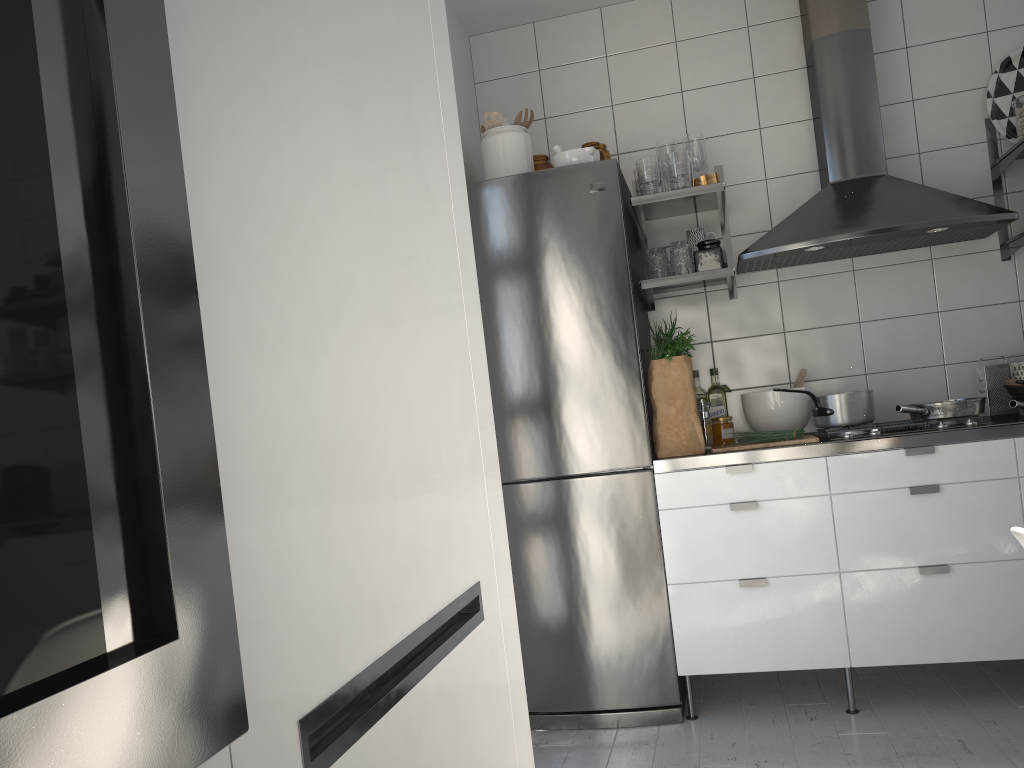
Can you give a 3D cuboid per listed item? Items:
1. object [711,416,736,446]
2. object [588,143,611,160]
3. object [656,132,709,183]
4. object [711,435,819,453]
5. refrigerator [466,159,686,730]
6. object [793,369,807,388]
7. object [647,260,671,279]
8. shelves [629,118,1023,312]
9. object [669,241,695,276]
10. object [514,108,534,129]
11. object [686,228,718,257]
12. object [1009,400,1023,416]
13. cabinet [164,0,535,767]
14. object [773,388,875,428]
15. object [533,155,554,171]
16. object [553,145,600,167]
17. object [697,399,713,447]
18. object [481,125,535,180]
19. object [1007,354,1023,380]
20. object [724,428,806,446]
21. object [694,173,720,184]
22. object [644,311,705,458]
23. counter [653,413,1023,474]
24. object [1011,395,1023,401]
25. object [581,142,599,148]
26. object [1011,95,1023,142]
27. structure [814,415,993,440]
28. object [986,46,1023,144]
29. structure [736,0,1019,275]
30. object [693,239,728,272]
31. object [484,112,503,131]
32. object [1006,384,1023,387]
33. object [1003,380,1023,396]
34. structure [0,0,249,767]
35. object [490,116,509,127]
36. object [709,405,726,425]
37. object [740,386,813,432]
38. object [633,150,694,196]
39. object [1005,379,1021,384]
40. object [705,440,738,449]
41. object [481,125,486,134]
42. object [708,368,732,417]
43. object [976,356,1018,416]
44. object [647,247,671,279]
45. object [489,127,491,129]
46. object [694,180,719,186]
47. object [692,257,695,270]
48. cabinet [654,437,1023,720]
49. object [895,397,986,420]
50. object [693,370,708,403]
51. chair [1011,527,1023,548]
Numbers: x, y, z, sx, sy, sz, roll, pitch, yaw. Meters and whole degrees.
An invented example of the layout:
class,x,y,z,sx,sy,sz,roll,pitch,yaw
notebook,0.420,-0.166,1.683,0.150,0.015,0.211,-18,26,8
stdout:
class,x,y,z,sx,sy,sz,roll,pitch,yaw
object,0.746,0.168,3.132,0.078,0.101,0.078,-6,-1,-21
object,0.312,-0.773,3.171,0.093,0.154,0.093,-7,-1,35
object,0.636,-0.776,3.287,0.193,0.244,0.205,-7,-1,11
object,0.817,0.195,2.885,0.330,0.012,0.220,-7,-2,13
refrigerator,0.224,0.219,3.157,0.577,1.800,0.694,-7,-1,13
object,1.007,0.066,3.203,0.221,0.232,0.081,-6,-1,-26
object,0.568,-0.405,3.337,0.083,0.100,0.108,-6,-1,-18
shelves,1.676,-0.695,2.943,2.542,0.512,0.426,-7,-1,13
object,0.584,-0.429,3.056,0.086,0.119,0.086,-7,-1,9
object,0.023,-0.817,3.102,0.131,0.296,0.056,-7,0,-8
object,0.699,-0.524,3.285,0.083,0.100,0.109,-6,-2,-43
object,1.683,0.066,2.832,0.351,0.061,0.232,-6,-2,-9
cabinet,-0.430,0.036,0.557,0.513,2.096,1.377,-7,-1,13
object,1.075,0.071,2.995,0.347,0.154,0.200,-5,-2,-38
object,0.102,-0.746,3.226,0.113,0.154,0.113,-8,-1,41
object,0.220,-0.748,3.002,0.159,0.110,0.173,-7,-2,8
object,0.690,0.141,3.179,0.059,0.172,0.059,-6,-1,-28
object,-0.013,-0.767,3.073,0.174,0.208,0.174,-7,-1,8
object,1.790,-0.007,3.096,0.101,0.201,0.080,-7,-1,33
object,0.809,0.172,2.884,0.276,0.053,0.141,-8,-3,28
object,0.676,-0.704,3.104,0.100,0.048,0.099,-8,-2,36
object,0.530,-0.007,2.957,0.173,0.509,0.283,-7,-1,0
counter,2.086,0.068,2.748,3.242,0.045,0.650,-7,-2,13
object,1.694,0.028,2.806,0.346,0.082,0.244,-5,-3,-36
object,0.303,-0.788,3.278,0.097,0.195,0.097,-7,-1,13
object,1.758,-0.884,2.981,0.121,0.171,0.121,-7,-1,33
structure,1.268,0.136,2.931,0.467,0.029,0.490,-7,-2,13
object,1.866,-1.004,3.086,0.395,0.393,0.053,-7,0,13
structure,1.155,-1.009,3.032,0.869,1.092,0.472,-7,-1,13
object,0.695,-0.442,3.106,0.100,0.123,0.100,-7,-1,23
object,-0.060,-0.793,3.054,0.054,0.262,0.149,-7,-1,-12
object,1.683,0.008,2.741,0.064,0.044,0.335,-6,-2,-21
object,1.705,0.013,2.803,0.246,0.080,0.355,-8,-2,21
structure,-0.364,-0.095,0.287,0.322,0.609,0.726,-7,-2,13
object,-0.017,-0.812,3.083,0.064,0.290,0.141,-7,-1,-14
object,0.746,0.153,3.238,0.077,0.141,0.044,-7,0,13
object,0.958,0.110,3.185,0.246,0.175,0.248,-5,-2,-37
object,0.533,-0.716,3.114,0.190,0.134,0.228,-7,-2,3
object,1.697,0.000,2.748,0.059,0.061,0.335,-6,-2,-29
object,0.728,0.222,3.208,0.180,0.008,0.272,-7,-2,13
object,-0.048,-0.789,3.075,0.117,0.251,0.060,-7,-1,43
object,0.775,0.080,3.280,0.090,0.282,0.082,-7,0,13
object,1.676,0.006,3.073,0.101,0.201,0.081,-7,-1,3
object,0.516,-0.418,3.129,0.086,0.119,0.086,-7,-1,23
object,-0.015,-0.790,3.112,0.118,0.250,0.033,-7,0,13
object,0.681,-0.683,3.104,0.100,0.036,0.100,-8,-3,32
object,0.664,-0.418,3.298,0.108,0.100,0.083,-7,-1,2
cabinet,2.133,0.483,2.741,3.241,0.795,0.662,-7,-1,13
object,1.330,0.079,2.825,0.351,0.061,0.232,-6,-2,-9
object,0.697,0.090,3.304,0.066,0.282,0.066,-7,0,8
chair,0.938,0.544,1.029,0.542,0.800,0.465,-7,-1,7
